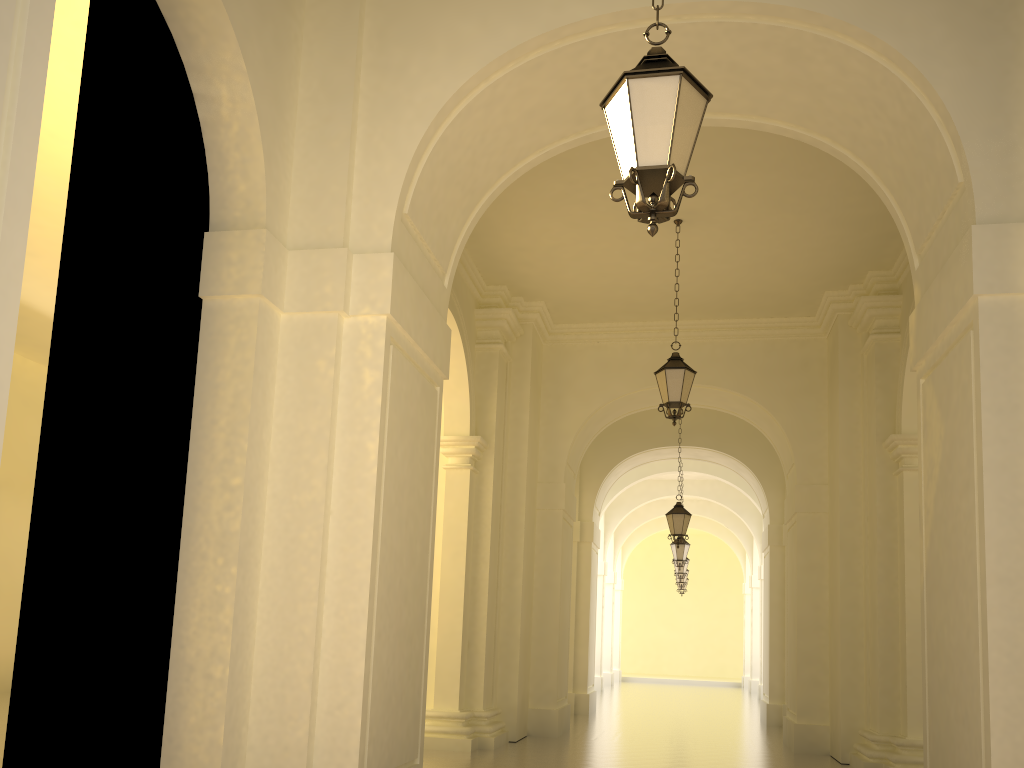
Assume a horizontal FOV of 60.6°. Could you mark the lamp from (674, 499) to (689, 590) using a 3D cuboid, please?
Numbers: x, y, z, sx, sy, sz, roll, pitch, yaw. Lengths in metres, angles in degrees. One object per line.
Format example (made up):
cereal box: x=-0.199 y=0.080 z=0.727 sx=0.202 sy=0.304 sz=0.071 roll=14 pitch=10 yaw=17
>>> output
lamp: x=5.656 y=5.206 z=29.101 sx=0.510 sy=3.239 sz=0.452 roll=1 pitch=-8 yaw=12

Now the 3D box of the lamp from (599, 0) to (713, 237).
lamp: x=0.693 y=-2.256 z=4.105 sx=0.444 sy=3.239 sz=0.519 roll=5 pitch=-8 yaw=-18

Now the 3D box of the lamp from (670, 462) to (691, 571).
lamp: x=4.166 y=2.965 z=21.594 sx=0.510 sy=3.239 sz=0.452 roll=1 pitch=-8 yaw=12

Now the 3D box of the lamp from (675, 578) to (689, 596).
lamp: x=6.390 y=6.310 z=32.798 sx=0.510 sy=3.239 sz=0.452 roll=1 pitch=-8 yaw=12

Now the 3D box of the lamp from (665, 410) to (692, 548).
lamp: x=3.191 y=1.500 z=16.686 sx=0.444 sy=3.239 sz=0.519 roll=5 pitch=-8 yaw=-18

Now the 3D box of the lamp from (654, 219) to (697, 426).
lamp: x=1.962 y=-0.743 z=10.463 sx=0.445 sy=2.511 sz=0.518 roll=-4 pitch=-11 yaw=41

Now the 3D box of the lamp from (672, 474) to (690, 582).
lamp: x=4.917 y=4.096 z=25.382 sx=0.510 sy=3.239 sz=0.452 roll=1 pitch=-8 yaw=12
